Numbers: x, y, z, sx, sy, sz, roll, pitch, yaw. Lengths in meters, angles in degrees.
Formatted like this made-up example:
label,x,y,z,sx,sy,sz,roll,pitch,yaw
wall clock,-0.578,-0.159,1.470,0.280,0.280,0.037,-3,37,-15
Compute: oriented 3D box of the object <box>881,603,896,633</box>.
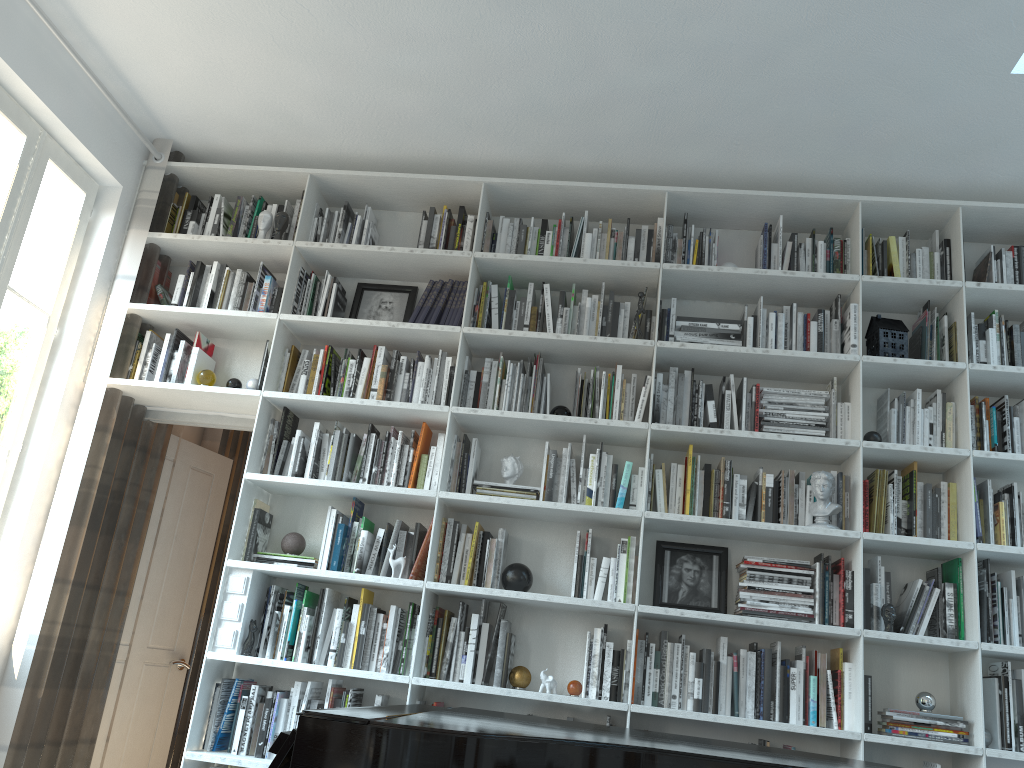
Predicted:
label,x,y,z,sx,sy,sz,roll,pitch,yaw
object,1.435,0.891,3.373,0.054,0.113,0.079,5,-18,6

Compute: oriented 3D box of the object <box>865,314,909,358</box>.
label,x,y,z,sx,sy,sz,roll,pitch,yaw
object,1.611,-0.178,3.812,0.135,0.247,0.136,8,-18,-2

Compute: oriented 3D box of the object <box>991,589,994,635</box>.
label,x,y,z,sx,sy,sz,roll,pitch,yaw
object,1.873,0.911,3.511,0.007,0.265,0.135,5,-18,8

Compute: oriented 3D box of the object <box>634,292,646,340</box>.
label,x,y,z,sx,sy,sz,roll,pitch,yaw
object,0.567,-0.285,3.886,0.075,0.254,0.075,11,-18,-13

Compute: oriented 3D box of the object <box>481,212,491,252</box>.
label,x,y,z,sx,sy,sz,roll,pitch,yaw
object,-0.124,-0.656,4.239,0.012,0.284,0.160,5,-18,7

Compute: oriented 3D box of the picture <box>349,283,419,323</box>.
label,x,y,z,sx,sy,sz,roll,pitch,yaw
picture,-0.621,-0.346,4.234,0.300,0.298,0.078,5,-18,7

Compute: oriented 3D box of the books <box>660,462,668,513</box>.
label,x,y,z,sx,sy,sz,roll,pitch,yaw
books,0.645,0.470,3.770,0.042,0.241,0.163,5,-18,7

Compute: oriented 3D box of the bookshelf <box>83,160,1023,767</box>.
label,x,y,z,sx,sy,sz,roll,pitch,yaw
bookshelf,1.151,0.692,3.577,6.296,3.131,0.331,5,-18,7

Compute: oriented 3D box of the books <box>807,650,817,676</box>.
label,x,y,z,sx,sy,sz,roll,pitch,yaw
books,1.178,1.194,3.484,0.010,0.283,0.132,5,-18,7

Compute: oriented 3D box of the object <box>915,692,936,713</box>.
label,x,y,z,sx,sy,sz,roll,pitch,yaw
object,1.550,1.191,3.323,0.072,0.072,0.071,19,-22,-31

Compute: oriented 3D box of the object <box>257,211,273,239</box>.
label,x,y,z,sx,sy,sz,roll,pitch,yaw
object,-1.183,-0.735,4.218,0.068,0.197,0.067,21,-23,-37

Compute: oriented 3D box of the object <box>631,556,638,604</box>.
label,x,y,z,sx,sy,sz,roll,pitch,yaw
object,0.508,0.828,3.686,0.017,0.215,0.104,5,-18,7

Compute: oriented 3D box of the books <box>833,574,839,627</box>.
label,x,y,z,sx,sy,sz,roll,pitch,yaw
books,1.289,0.885,3.572,0.021,0.216,0.132,5,-18,7

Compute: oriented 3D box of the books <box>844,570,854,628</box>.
label,x,y,z,sx,sy,sz,roll,pitch,yaw
books,1.325,0.873,3.543,0.034,0.228,0.200,5,-18,7

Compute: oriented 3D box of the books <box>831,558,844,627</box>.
label,x,y,z,sx,sy,sz,roll,pitch,yaw
books,1.307,0.851,3.563,0.011,0.278,0.186,5,-18,7

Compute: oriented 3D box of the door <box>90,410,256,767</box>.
label,x,y,z,sx,sy,sz,roll,pitch,yaw
door,-1.552,1.210,4.336,0.834,1.973,0.789,5,-18,7

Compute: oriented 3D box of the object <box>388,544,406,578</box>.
label,x,y,z,sx,sy,sz,roll,pitch,yaw
object,-0.476,0.728,3.631,0.082,0.139,0.044,10,-18,-8

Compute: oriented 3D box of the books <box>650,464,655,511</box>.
label,x,y,z,sx,sy,sz,roll,pitch,yaw
books,0.596,0.474,3.789,0.011,0.234,0.142,5,-18,7

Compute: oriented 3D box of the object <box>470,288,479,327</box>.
label,x,y,z,sx,sy,sz,roll,pitch,yaw
object,-0.169,-0.296,4.121,0.012,0.253,0.161,5,-18,7

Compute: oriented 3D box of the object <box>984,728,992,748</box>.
label,x,y,z,sx,sy,sz,roll,pitch,yaw
object,1.768,1.329,3.338,0.072,0.072,0.071,19,-22,-31

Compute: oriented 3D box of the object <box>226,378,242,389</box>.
label,x,y,z,sx,sy,sz,roll,pitch,yaw
object,-1.289,0.009,4.113,0.071,0.072,0.072,12,-19,-14

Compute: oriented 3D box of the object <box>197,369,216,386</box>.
label,x,y,z,sx,sy,sz,roll,pitch,yaw
object,-1.407,-0.024,4.084,0.087,0.087,0.087,19,-22,-31

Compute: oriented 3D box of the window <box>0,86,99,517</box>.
label,x,y,z,sx,sy,sz,roll,pitch,yaw
window,-2.129,-0.315,2.926,0.073,2.002,1.990,5,-18,7

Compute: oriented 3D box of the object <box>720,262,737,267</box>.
label,x,y,z,sx,sy,sz,roll,pitch,yaw
object,0.980,-0.498,4.020,0.105,0.105,0.105,12,-19,-14

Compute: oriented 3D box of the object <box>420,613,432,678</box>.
label,x,y,z,sx,sy,sz,roll,pitch,yaw
object,-0.340,1.085,3.670,0.012,0.253,0.161,5,-18,7

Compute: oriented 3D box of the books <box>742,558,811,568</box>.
label,x,y,z,sx,sy,sz,roll,pitch,yaw
books,1.075,0.745,3.631,0.254,0.012,0.161,6,-19,5

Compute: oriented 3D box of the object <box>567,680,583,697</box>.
label,x,y,z,sx,sy,sz,roll,pitch,yaw
object,0.249,1.204,3.507,0.061,0.062,0.061,19,-22,-31

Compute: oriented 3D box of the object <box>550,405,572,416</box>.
label,x,y,z,sx,sy,sz,roll,pitch,yaw
object,0.213,0.142,3.885,0.097,0.098,0.097,19,-22,-31

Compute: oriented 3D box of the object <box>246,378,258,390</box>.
label,x,y,z,sx,sy,sz,roll,pitch,yaw
object,-1.186,0.010,4.080,0.071,0.072,0.072,12,-19,-14

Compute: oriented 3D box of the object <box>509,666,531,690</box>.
label,x,y,z,sx,sy,sz,roll,pitch,yaw
object,0.033,1.186,3.581,0.091,0.091,0.091,12,-19,-14

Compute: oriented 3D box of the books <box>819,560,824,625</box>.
label,x,y,z,sx,sy,sz,roll,pitch,yaw
books,1.228,0.855,3.572,0.011,0.260,0.185,5,-18,7

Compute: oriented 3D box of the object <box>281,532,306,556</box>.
label,x,y,z,sx,sy,sz,roll,pitch,yaw
object,-0.946,0.695,3.839,0.105,0.106,0.105,12,-19,-14

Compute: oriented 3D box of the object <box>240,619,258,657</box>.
label,x,y,z,sx,sy,sz,roll,pitch,yaw
object,-1.067,1.033,3.610,0.045,0.146,0.045,-11,-25,43

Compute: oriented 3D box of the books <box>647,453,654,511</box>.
label,x,y,z,sx,sy,sz,roll,pitch,yaw
books,0.588,0.452,3.798,0.010,0.281,0.140,5,-18,7

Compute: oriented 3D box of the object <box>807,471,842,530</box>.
label,x,y,z,sx,sy,sz,roll,pitch,yaw
object,1.246,0.474,3.560,0.137,0.243,0.138,16,-20,-25

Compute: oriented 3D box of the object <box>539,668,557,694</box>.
label,x,y,z,sx,sy,sz,roll,pitch,yaw
object,0.145,1.173,3.503,0.060,0.094,0.078,-1,-20,23

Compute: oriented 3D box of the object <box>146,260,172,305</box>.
label,x,y,z,sx,sy,sz,roll,pitch,yaw
object,-1.726,-0.445,4.316,0.035,0.294,0.177,5,-18,7

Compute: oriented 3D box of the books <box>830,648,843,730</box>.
label,x,y,z,sx,sy,sz,roll,pitch,yaw
books,1.268,1.191,3.467,0.011,0.299,0.150,5,-18,7

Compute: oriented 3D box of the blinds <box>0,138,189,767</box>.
label,x,y,z,sx,sy,sz,roll,pitch,yaw
blinds,-1.857,0.452,4.174,0.140,3.219,0.779,5,-18,7

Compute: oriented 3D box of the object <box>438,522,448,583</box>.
label,x,y,z,sx,sy,sz,roll,pitch,yaw
object,-0.284,0.738,3.794,0.012,0.269,0.131,5,-18,7

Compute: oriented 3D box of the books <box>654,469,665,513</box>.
label,x,y,z,sx,sy,sz,roll,pitch,yaw
books,0.623,0.481,3.757,0.053,0.208,0.156,5,-18,7

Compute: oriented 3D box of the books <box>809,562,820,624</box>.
label,x,y,z,sx,sy,sz,roll,pitch,yaw
books,1.216,0.858,3.575,0.012,0.253,0.161,5,-18,7

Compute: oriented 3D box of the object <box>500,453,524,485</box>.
label,x,y,z,sx,sy,sz,roll,pitch,yaw
object,-0.004,0.379,3.870,0.095,0.156,0.121,0,-19,21

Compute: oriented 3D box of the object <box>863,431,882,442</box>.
label,x,y,z,sx,sy,sz,roll,pitch,yaw
object,1.486,0.230,3.656,0.072,0.072,0.071,19,-22,-31

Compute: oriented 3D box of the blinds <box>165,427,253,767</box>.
label,x,y,z,sx,sy,sz,roll,pitch,yaw
blinds,-1.742,0.842,5.285,0.140,3.219,0.779,5,-18,7

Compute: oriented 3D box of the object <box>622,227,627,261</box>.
label,x,y,z,sx,sy,sz,roll,pitch,yaw
object,0.520,-0.588,4.146,0.010,0.246,0.158,5,-18,7

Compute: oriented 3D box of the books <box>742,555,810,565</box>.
label,x,y,z,sx,sy,sz,roll,pitch,yaw
books,1.076,0.733,3.633,0.254,0.012,0.161,3,-19,11

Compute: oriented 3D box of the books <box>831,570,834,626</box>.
label,x,y,z,sx,sy,sz,roll,pitch,yaw
books,1.274,0.877,3.578,0.013,0.231,0.134,5,-18,7

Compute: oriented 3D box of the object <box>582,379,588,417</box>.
label,x,y,z,sx,sy,sz,roll,pitch,yaw
object,0.324,0.106,3.940,0.010,0.224,0.143,5,-18,7

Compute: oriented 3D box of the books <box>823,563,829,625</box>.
label,x,y,z,sx,sy,sz,roll,pitch,yaw
books,1.251,0.862,3.579,0.013,0.255,0.163,5,-18,7

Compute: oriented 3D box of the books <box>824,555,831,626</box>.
label,x,y,z,sx,sy,sz,roll,pitch,yaw
books,1.265,0.848,3.581,0.011,0.287,0.152,5,-18,7

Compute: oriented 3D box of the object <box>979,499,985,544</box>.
label,x,y,z,sx,sy,sz,roll,pitch,yaw
object,1.884,0.585,3.602,0.013,0.207,0.140,5,-18,7

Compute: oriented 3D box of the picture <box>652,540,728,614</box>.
label,x,y,z,sx,sy,sz,roll,pitch,yaw
picture,0.745,0.813,3.698,0.300,0.298,0.078,5,-18,7

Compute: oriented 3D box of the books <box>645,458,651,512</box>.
label,x,y,z,sx,sy,sz,roll,pitch,yaw
books,0.574,0.461,3.787,0.012,0.253,0.161,5,-18,7

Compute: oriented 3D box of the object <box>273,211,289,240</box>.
label,x,y,z,sx,sy,sz,roll,pitch,yaw
object,-1.103,-0.729,4.207,0.068,0.197,0.067,21,-23,-37

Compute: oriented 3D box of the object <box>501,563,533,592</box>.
label,x,y,z,sx,sy,sz,roll,pitch,yaw
object,0.021,0.814,3.697,0.134,0.135,0.134,19,-22,-31
